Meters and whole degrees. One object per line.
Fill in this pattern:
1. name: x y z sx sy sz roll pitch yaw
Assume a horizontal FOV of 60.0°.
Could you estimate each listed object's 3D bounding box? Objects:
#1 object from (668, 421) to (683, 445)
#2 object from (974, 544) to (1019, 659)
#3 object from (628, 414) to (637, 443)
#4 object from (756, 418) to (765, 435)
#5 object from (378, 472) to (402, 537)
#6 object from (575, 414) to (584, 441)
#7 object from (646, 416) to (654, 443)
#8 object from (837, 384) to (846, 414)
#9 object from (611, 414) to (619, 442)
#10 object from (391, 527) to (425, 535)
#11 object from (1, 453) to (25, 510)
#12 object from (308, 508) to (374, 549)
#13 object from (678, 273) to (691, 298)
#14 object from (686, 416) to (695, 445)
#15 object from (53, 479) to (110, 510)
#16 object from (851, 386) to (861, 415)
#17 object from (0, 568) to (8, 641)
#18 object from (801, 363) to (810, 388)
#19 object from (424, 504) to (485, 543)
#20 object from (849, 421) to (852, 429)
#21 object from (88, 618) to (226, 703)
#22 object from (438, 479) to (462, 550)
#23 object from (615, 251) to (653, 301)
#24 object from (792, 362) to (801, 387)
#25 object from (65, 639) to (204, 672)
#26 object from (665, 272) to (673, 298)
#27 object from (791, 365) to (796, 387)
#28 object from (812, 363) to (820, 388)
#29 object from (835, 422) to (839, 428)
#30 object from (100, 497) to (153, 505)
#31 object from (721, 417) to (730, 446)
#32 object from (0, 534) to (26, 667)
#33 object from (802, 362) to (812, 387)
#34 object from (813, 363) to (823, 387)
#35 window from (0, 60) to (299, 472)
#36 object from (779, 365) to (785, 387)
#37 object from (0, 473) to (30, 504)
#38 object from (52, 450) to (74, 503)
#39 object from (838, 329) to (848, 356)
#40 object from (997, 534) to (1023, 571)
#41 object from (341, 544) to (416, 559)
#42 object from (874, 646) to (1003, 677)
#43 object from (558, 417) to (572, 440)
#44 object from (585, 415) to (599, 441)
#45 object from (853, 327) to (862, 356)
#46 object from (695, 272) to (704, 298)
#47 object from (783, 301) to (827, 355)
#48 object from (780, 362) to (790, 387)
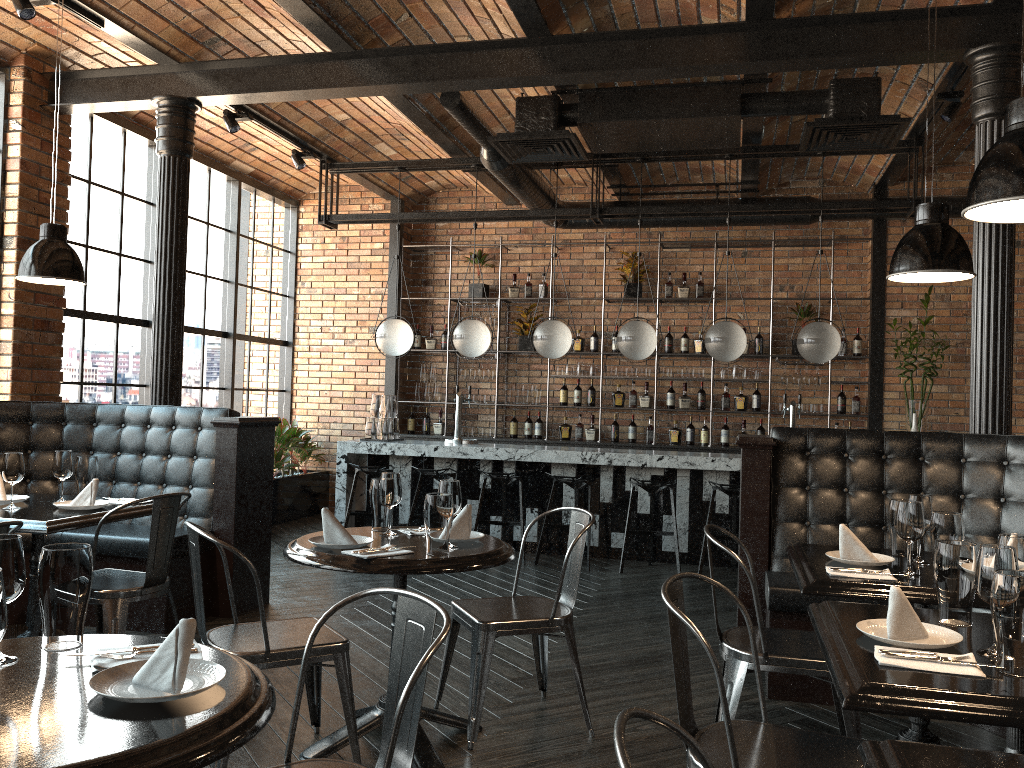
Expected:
1. object: 1.697 0.503 9.207 0.151 0.248 0.094 1 -1 23
2. object: 1.093 0.488 2.001 0.092 0.244 0.092 2 -1 -25
3. object: 1.270 0.467 9.324 0.086 0.298 0.086 2 -1 -27
4. object: 2.527 0.497 9.002 0.086 0.299 0.086 2 -1 -27
5. object: -0.478 0.470 3.475 0.092 0.244 0.092 1 -1 13
6. object: 0.721 0.461 9.454 0.083 0.282 0.083 1 -1 14
7. object: 1.445 0.479 9.272 0.083 0.282 0.083 2 -1 -1
8. object: 3.280 0.153 8.822 0.086 0.299 0.086 2 -1 -27
9. object: 1.086 0.462 9.336 0.086 0.297 0.086 3 -2 -42
10. object: -0.363 0.589 3.583 0.255 0.019 0.157 2 -1 -25
11. object: -2.205 0.427 3.915 0.092 0.244 0.092 2 -1 -25
12. object: -0.616 0.519 3.208 0.232 0.139 0.232 2 -1 -32
13. object: 1.792 -1.017 9.226 0.123 0.279 0.123 1 -1 18
14. object: 1.850 0.482 9.184 0.086 0.298 0.086 2 -1 -27
15. object: -1.945 0.495 4.013 0.232 0.139 0.232 1 -1 11
16. object: 3.411 0.165 8.786 0.083 0.282 0.083 1 -1 24
17. object: -0.857 0.419 1.410 0.092 0.244 0.092 1 -1 11
18. object: 2.973 -0.087 8.979 0.092 0.244 0.092 3 -1 -37
19. object: -0.220 0.535 3.415 0.232 0.139 0.232 2 -1 -16
20. object: 3.354 0.520 8.805 0.086 0.298 0.086 2 -1 -27
21. object: -0.639 0.488 1.611 0.232 0.139 0.232 2 -1 -31
22. object: -0.229 0.473 3.222 0.092 0.244 0.092 1 -1 13
23. object: 1.275 -1.153 9.396 0.425 0.526 0.430 1 -1 16
24. object: 2.837 -0.094 8.843 0.092 0.244 0.092 3 -1 -37
25. object: -0.758 0.542 1.783 0.255 0.019 0.157 2 -1 -25
26. object: 1.641 -1.024 9.263 0.083 0.282 0.083 1 -1 14
27. object: 2.877 -0.090 9.003 0.092 0.244 0.092 3 -1 -37
28. object: 3.073 -0.085 8.953 0.092 0.244 0.092 3 -1 -37
29. object: 3.229 0.524 8.822 0.083 0.282 0.083 2 -1 -1
30. object: -1.874 0.557 4.259 0.255 0.019 0.157 1 -1 15
31. object: 2.188 0.490 9.092 0.086 0.298 0.086 2 -1 -27
32. object: -1.004 0.420 1.733 0.092 0.244 0.092 2 -1 -23
33. object: 2.933 -0.092 8.819 0.092 0.244 0.092 3 -1 -37
34. object: 3.033 -0.089 8.793 0.092 0.244 0.092 3 -1 -37
35. window: -4.528 -0.670 2.261 0.168 3.253 16.179 1 -1 14
36. object: 2.770 -0.092 9.030 0.092 0.244 0.092 3 -1 -37
37. object: -2.375 0.485 4.127 0.232 0.139 0.232 2 -1 8
38. object: -2.109 0.435 4.160 0.092 0.244 0.092 2 -1 -25
39. object: 3.297 -0.409 8.830 0.083 0.282 0.083 1 -1 29
40. object: 1.237 0.496 2.183 0.092 0.244 0.092 1 -1 31
41. object: -0.450 0.577 3.085 0.157 0.019 0.255 1 -2 45
42. object: 0.920 0.595 1.917 0.255 0.019 0.157 1 -1 20
43. object: 0.571 0.475 9.491 0.151 0.248 0.094 2 -1 3
44. object: 0.852 0.467 9.407 0.123 0.279 0.123 1 -1 28
45. object: 3.440 -0.414 8.822 0.086 0.298 0.086 2 -1 -22
46. object: 1.945 -1.016 9.186 0.083 0.282 0.083 2 -1 -1
47. object: 2.928 -0.556 8.891 0.374 0.560 0.398 2 -1 -14
48. object: 2.730 -0.097 8.870 0.092 0.244 0.092 3 -1 -37
